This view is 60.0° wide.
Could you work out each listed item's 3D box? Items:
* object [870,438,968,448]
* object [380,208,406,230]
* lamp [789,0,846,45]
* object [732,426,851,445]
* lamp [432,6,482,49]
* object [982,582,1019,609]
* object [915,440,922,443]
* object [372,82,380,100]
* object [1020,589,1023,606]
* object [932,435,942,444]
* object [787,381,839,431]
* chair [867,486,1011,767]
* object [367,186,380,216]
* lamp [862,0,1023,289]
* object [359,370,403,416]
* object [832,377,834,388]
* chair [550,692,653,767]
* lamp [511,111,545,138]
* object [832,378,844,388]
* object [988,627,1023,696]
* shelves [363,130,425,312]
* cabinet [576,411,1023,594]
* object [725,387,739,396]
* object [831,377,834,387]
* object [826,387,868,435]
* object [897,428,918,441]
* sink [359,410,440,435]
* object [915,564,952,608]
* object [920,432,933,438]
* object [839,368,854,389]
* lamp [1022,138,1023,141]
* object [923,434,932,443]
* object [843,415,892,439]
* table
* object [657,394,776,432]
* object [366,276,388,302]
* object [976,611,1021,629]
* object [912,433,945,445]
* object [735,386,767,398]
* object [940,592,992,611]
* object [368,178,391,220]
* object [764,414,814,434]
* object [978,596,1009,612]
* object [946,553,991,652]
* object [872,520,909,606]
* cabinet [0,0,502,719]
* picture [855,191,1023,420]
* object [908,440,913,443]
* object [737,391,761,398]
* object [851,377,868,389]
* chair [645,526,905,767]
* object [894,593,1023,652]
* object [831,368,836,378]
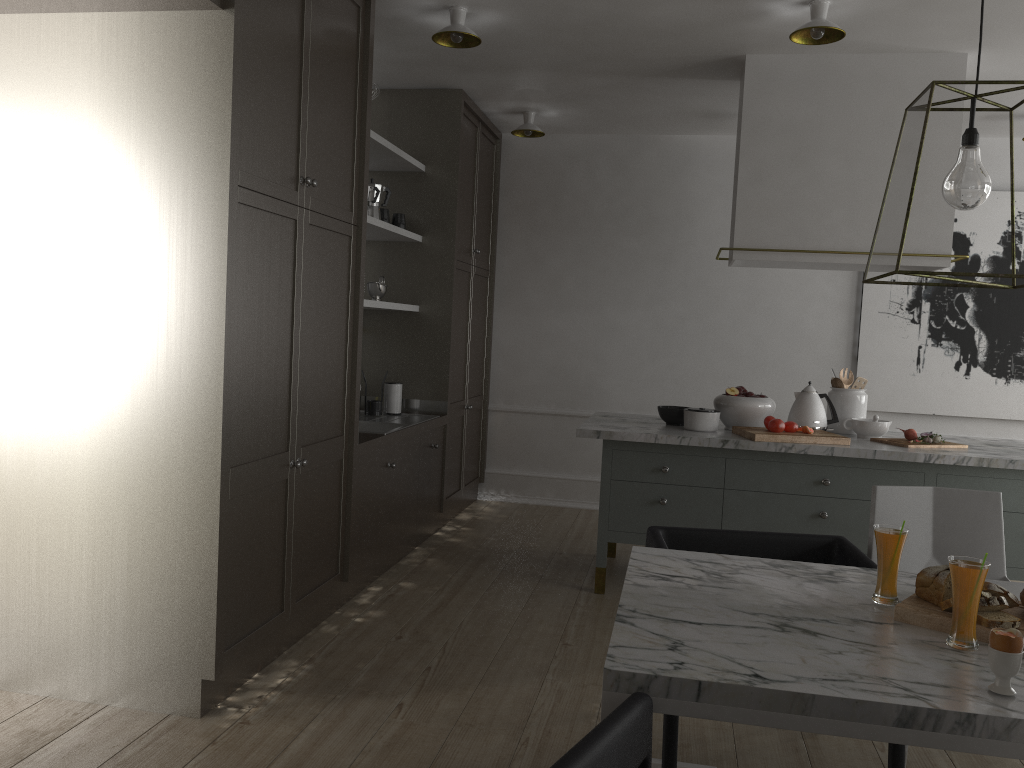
[{"bbox_3d":[1.737,0.252,3.789,0.330,0.012,0.220,2,4,-19],"label":"object"},{"bbox_3d":[-0.664,-0.838,4.562,0.173,0.098,0.264,4,4,19],"label":"object"},{"bbox_3d":[1.122,-1.330,3.249,0.197,0.130,0.197,-1,5,-44],"label":"lamp"},{"bbox_3d":[1.171,0.217,3.747,0.400,0.030,0.290,3,4,-4],"label":"object"},{"bbox_3d":[-0.216,-1.414,3.502,0.197,0.130,0.197,-1,5,-44],"label":"lamp"},{"bbox_3d":[0.960,0.425,1.766,0.079,0.067,0.074,2,4,-17],"label":"object"},{"bbox_3d":[1.712,0.240,3.730,0.030,0.017,0.013,4,4,19],"label":"object"},{"bbox_3d":[-0.671,-1.333,4.166,0.070,0.187,0.135,4,4,14],"label":"object"},{"bbox_3d":[1.097,0.429,1.764,0.157,0.075,0.151,-1,5,-44],"label":"object"},{"bbox_3d":[1.792,0.234,3.745,0.035,0.036,0.037,3,4,-1],"label":"object"},{"bbox_3d":[1.352,0.106,4.013,0.178,0.236,0.204,0,5,-43],"label":"object"},{"bbox_3d":[1.178,0.677,2.359,0.470,0.745,0.439,3,4,1],"label":"chair"},{"bbox_3d":[-0.676,-0.840,4.027,0.138,0.167,0.087,3,4,7],"label":"object"},{"bbox_3d":[0.911,-0.754,1.717,0.584,1.108,0.584,5,4,26],"label":"lamp"},{"bbox_3d":[-0.694,0.041,4.564,0.307,0.229,0.144,0,4,-36],"label":"object"},{"bbox_3d":[1.526,0.094,4.145,0.118,0.250,0.033,0,5,-39],"label":"object"},{"bbox_3d":[0.340,0.787,1.130,0.569,0.597,0.609,5,4,26],"label":"chair"},{"bbox_3d":[0.095,-1.500,5.119,0.197,0.130,0.197,4,4,16],"label":"lamp"},{"bbox_3d":[1.535,0.097,4.097,0.117,0.251,0.061,2,4,-9],"label":"object"},{"bbox_3d":[0.796,0.446,1.434,0.050,0.101,0.050,3,4,7],"label":"object"},{"bbox_3d":[-0.780,-0.751,4.122,0.352,0.775,1.339,4,4,11],"label":"shelves"},{"bbox_3d":[1.492,0.596,3.962,2.360,0.721,0.870,4,4,11],"label":"cabinet"},{"bbox_3d":[0.987,0.037,3.983,0.061,0.048,0.054,1,4,-26],"label":"object"},{"bbox_3d":[1.551,0.095,4.169,0.114,0.247,0.050,4,4,15],"label":"object"},{"bbox_3d":[1.555,0.122,4.123,0.174,0.208,0.174,5,4,28],"label":"object"},{"bbox_3d":[1.708,0.217,3.828,0.050,0.051,0.090,1,4,-26],"label":"object"},{"bbox_3d":[-0.697,0.262,4.278,0.475,0.174,0.877,4,4,11],"label":"sink"},{"bbox_3d":[0.899,0.409,1.832,0.086,0.087,0.090,2,4,-12],"label":"object"},{"bbox_3d":[1.805,0.226,3.855,0.057,0.039,0.049,3,4,7],"label":"object"},{"bbox_3d":[1.560,0.072,4.171,0.056,0.296,0.131,5,4,30],"label":"object"},{"bbox_3d":[2.772,-1.333,4.613,0.197,0.130,0.197,3,4,-4],"label":"lamp"},{"bbox_3d":[1.753,0.231,3.737,0.033,0.037,0.034,2,4,-12],"label":"object"},{"bbox_3d":[1.591,0.185,3.952,0.172,0.110,0.159,0,4,-34],"label":"object"},{"bbox_3d":[1.091,0.789,1.734,1.781,0.583,0.870,4,4,11],"label":"table"},{"bbox_3d":[0.935,0.124,4.038,0.491,0.156,0.364,2,4,-13],"label":"object"},{"bbox_3d":[-0.668,-0.474,4.413,0.102,0.135,0.210,3,4,3],"label":"object"},{"bbox_3d":[0.932,0.453,1.700,0.077,0.017,0.068,2,4,-12],"label":"object"},{"bbox_3d":[1.735,0.233,3.751,0.224,0.058,0.116,-1,5,-43],"label":"object"},{"bbox_3d":[1.089,0.058,4.055,0.167,0.091,0.071,6,4,36],"label":"object"},{"bbox_3d":[0.904,0.428,1.750,0.083,0.057,0.072,2,4,-13],"label":"object"},{"bbox_3d":[-0.658,-0.875,4.241,0.175,0.212,0.111,2,4,-18],"label":"object"},{"bbox_3d":[1.167,0.166,3.730,0.194,0.079,0.135,3,4,-1],"label":"object"},{"bbox_3d":[0.920,0.432,1.727,0.083,0.055,0.073,2,4,-13],"label":"object"},{"bbox_3d":[0.838,0.394,1.638,0.071,0.188,0.071,5,4,31],"label":"object"},{"bbox_3d":[0.806,0.376,1.898,0.071,0.188,0.071,5,4,31],"label":"object"},{"bbox_3d":[-1.100,-0.308,3.191,0.947,2.377,5.433,4,4,11],"label":"cabinet"},{"bbox_3d":[2.854,-0.455,5.171,1.545,1.315,0.039,4,4,11],"label":"picture"},{"bbox_3d":[1.675,0.242,3.729,0.028,0.010,0.015,2,4,-15],"label":"object"},{"bbox_3d":[1.048,0.071,4.015,0.154,0.074,0.135,3,4,6],"label":"object"},{"bbox_3d":[1.545,0.094,4.074,0.149,0.262,0.054,5,4,26],"label":"object"},{"bbox_3d":[0.651,0.726,2.354,0.569,0.597,0.609,3,4,1],"label":"chair"},{"bbox_3d":[0.992,0.474,1.770,0.360,0.031,0.260,6,5,41],"label":"object"},{"bbox_3d":[1.550,0.076,4.127,0.141,0.290,0.064,5,4,24],"label":"object"}]
